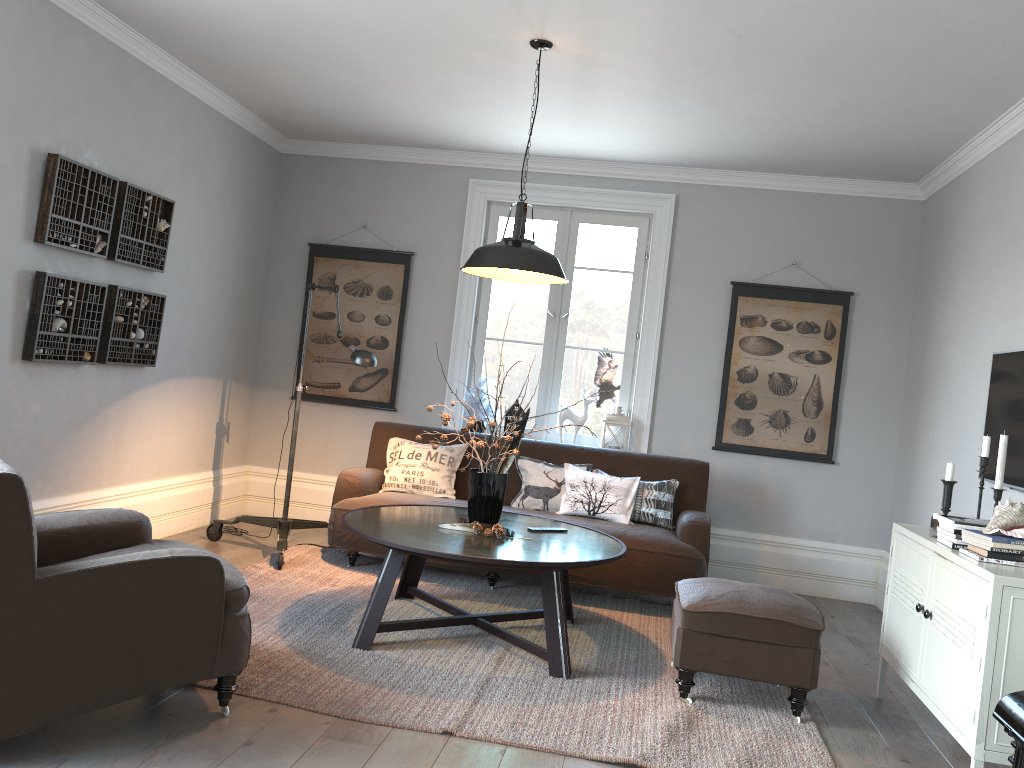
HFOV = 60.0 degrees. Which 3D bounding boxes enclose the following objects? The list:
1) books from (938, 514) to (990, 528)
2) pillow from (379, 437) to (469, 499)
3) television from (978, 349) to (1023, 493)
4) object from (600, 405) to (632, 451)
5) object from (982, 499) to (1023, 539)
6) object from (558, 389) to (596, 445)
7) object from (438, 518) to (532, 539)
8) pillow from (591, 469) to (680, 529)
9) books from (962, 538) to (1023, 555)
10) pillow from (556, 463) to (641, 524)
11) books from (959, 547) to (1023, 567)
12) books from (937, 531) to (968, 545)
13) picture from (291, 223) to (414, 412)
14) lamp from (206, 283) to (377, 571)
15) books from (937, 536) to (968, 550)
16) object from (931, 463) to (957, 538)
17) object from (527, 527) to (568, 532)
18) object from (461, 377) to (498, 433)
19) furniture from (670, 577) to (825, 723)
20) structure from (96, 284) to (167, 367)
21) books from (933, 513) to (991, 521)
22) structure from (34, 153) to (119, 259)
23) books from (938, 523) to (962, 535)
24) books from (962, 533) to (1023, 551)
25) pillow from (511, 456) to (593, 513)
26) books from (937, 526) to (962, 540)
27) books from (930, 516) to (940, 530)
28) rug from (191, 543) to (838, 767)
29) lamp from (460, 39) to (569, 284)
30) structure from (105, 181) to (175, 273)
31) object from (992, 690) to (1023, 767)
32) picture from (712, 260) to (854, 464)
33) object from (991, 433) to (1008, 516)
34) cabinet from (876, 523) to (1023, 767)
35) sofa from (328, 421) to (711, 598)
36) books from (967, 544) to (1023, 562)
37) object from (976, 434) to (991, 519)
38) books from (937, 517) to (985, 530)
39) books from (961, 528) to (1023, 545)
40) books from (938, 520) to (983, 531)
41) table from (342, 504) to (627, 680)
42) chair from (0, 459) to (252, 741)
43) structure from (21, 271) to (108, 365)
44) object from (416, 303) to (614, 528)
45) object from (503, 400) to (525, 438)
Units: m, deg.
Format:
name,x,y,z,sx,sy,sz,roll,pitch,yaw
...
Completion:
name,x,y,z,sx,sy,sz,roll,pitch,yaw
books,1.751,0.519,3.295,0.263,0.008,0.212,6,0,10
pillow,-0.554,0.524,5.501,0.519,0.368,0.240,6,0,9
television,2.193,0.131,3.700,0.041,0.657,1.063,6,0,9
object,0.695,0.304,5.978,0.193,0.322,0.193,6,0,3
object,1.727,0.464,3.064,0.194,0.127,0.192,6,0,2
object,0.430,0.230,5.963,0.239,0.410,0.128,6,0,5
object,-0.120,0.644,3.984,0.404,0.067,0.153,7,0,27
pillow,0.720,0.684,5.294,0.542,0.288,0.183,6,0,10
books,1.713,0.564,3.058,0.235,0.014,0.184,6,0,-2
pillow,0.506,0.647,5.215,0.471,0.309,0.188,6,0,10
books,1.707,0.605,3.066,0.243,0.014,0.196,6,0,9
books,1.740,0.584,3.284,0.253,0.016,0.200,6,0,7
picture,-1.133,-0.499,6.351,0.793,1.313,0.057,6,0,9
lamp,-1.348,0.201,5.558,0.797,1.644,1.864,6,0,-43
books,1.748,0.604,3.290,0.271,0.022,0.200,6,0,11
object,1.723,0.459,3.513,0.083,0.311,0.083,6,0,-14
object,0.172,0.698,4.255,0.207,0.011,0.051,6,0,-31
object,-0.239,0.146,6.142,0.263,0.424,0.247,6,0,45
furniture,0.944,1.058,3.644,0.583,0.440,0.574,6,0,9
structure,-2.062,-0.307,4.833,0.086,0.416,0.468,6,0,9
books,1.891,0.567,3.690,0.160,0.024,0.199,6,0,-37
structure,-2.103,-0.848,4.287,0.099,0.416,0.468,6,0,9
books,1.744,0.551,3.290,0.251,0.019,0.200,6,0,11
books,1.710,0.548,3.052,0.235,0.017,0.184,6,0,-4
pillow,0.230,0.625,5.335,0.472,0.348,0.159,6,0,6
books,1.752,0.569,3.292,0.271,0.016,0.222,6,0,9
books,1.888,0.603,3.664,0.218,0.049,0.276,6,0,9
rug,-0.139,1.115,4.106,2.819,0.090,2.400,6,0,10
lamp,0.070,-1.031,4.078,0.504,1.076,0.504,6,0,-34
structure,-1.996,-0.840,4.813,0.105,0.416,0.468,6,0,9
object,1.494,1.049,2.386,0.323,0.599,0.323,6,0,9
picture,1.800,-0.168,5.883,0.793,1.313,0.057,6,0,9
object,1.902,0.406,3.466,0.066,0.457,0.066,6,0,-24
cabinet,1.700,0.989,3.259,0.408,0.757,1.152,6,0,9
sofa,0.065,0.763,5.289,2.165,0.824,0.968,6,0,9
books,1.724,0.586,3.056,0.238,0.027,0.175,6,0,6
object,1.808,0.407,3.416,0.092,0.431,0.092,6,0,-32
books,1.747,0.527,3.288,0.260,0.010,0.196,6,0,7
books,1.713,0.533,3.057,0.235,0.014,0.184,6,0,-4
books,1.750,0.537,3.286,0.265,0.010,0.196,6,0,9
table,-0.152,0.918,4.076,1.300,0.503,1.300,6,0,2
chair,-1.375,0.628,2.893,0.969,0.795,0.807,6,0,-40
structure,-2.148,-0.307,4.290,0.086,0.416,0.468,6,0,9
object,0.028,0.153,3.997,0.853,1.066,0.525,6,0,-20
object,0.021,0.247,6.107,0.155,0.284,0.155,6,0,-1
